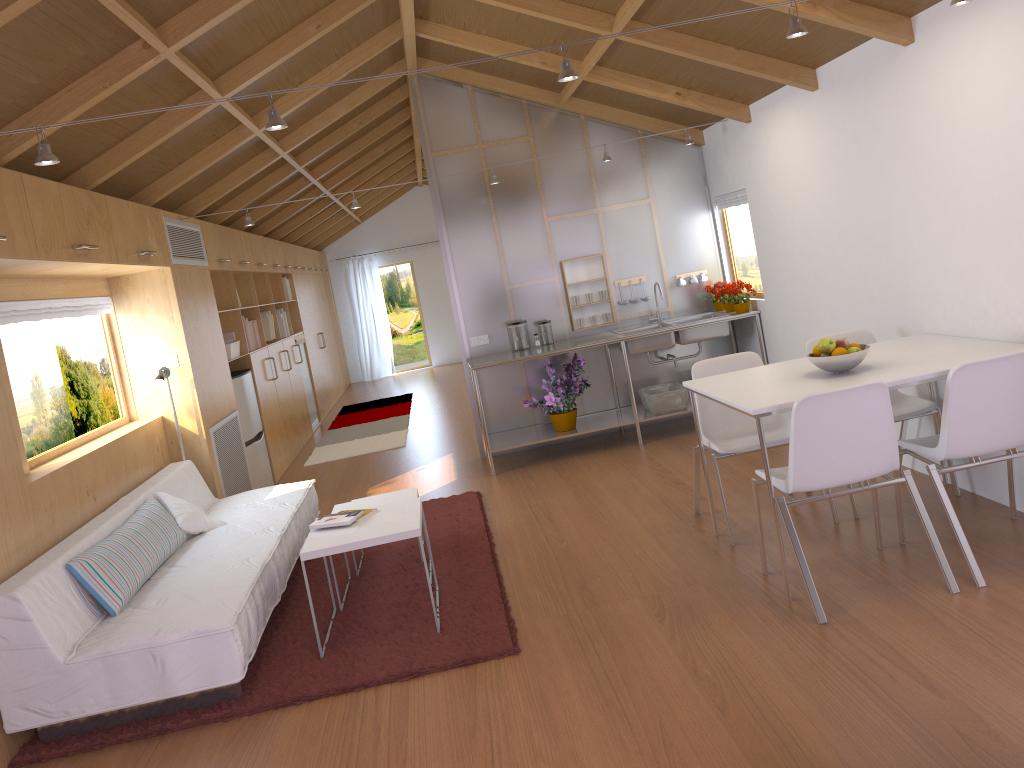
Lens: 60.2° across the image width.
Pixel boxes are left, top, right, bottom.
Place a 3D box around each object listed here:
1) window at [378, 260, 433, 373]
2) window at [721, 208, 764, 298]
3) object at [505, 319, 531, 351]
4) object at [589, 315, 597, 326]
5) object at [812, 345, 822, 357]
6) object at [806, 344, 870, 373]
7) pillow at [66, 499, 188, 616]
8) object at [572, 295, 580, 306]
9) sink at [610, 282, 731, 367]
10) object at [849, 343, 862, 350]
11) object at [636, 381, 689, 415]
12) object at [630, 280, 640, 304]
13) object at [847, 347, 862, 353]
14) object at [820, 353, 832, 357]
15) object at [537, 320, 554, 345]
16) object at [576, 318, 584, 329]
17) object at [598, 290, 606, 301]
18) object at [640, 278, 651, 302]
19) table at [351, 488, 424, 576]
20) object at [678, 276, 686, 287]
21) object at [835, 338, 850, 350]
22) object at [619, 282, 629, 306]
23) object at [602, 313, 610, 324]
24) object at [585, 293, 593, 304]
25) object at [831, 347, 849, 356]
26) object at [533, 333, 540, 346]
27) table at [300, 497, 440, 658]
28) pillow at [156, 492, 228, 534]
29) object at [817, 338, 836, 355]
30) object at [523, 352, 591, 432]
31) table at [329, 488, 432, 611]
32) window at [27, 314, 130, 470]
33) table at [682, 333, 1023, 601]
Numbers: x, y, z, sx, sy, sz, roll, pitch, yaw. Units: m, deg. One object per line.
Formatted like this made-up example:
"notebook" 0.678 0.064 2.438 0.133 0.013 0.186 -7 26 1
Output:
"window" -1.905 -1.083 14.555 0.875 1.778 0.026 -11 3 -5
"window" 1.728 -1.030 6.536 0.026 0.791 0.728 -11 5 -4
"object" 0.050 -0.366 6.679 0.171 0.214 0.173 -10 5 9
"object" 0.627 -0.484 6.803 0.062 0.076 0.061 -14 6 -30
"object" 1.300 -0.135 3.720 0.068 0.067 0.067 -14 6 -29
"object" 1.353 -0.094 3.655 0.253 0.090 0.258 -5 9 37
"pillow" -1.693 0.748 3.984 0.171 0.250 1.047 -11 7 -4
"object" 0.493 -0.637 6.784 0.061 0.076 0.062 -10 5 8
"sink" 1.167 -0.449 6.606 0.811 0.637 0.566 -11 5 -5
"object" 1.420 -0.137 3.674 0.067 0.066 0.068 -6 7 39
"object" 1.120 0.107 6.528 0.299 0.158 0.416 -11 7 -4
"object" 0.939 -0.710 6.822 0.074 0.182 0.075 -9 4 27
"object" 1.396 -0.117 3.610 0.070 0.069 0.077 -11 6 -4
"object" 1.315 -0.102 3.656 0.077 0.089 0.081 -6 7 45
"object" 0.257 -0.388 6.718 0.113 0.176 0.114 -9 5 16
"object" 0.526 -0.464 6.794 0.061 0.076 0.062 -10 5 8
"object" 0.696 -0.678 6.802 0.062 0.076 0.061 -14 6 -30
"object" 1.023 -0.727 6.830 0.074 0.182 0.075 -9 4 27
"table" -0.664 0.774 4.673 0.342 0.307 0.371 -11 6 -4
"object" 1.322 -0.798 6.877 0.059 0.080 0.063 -11 5 -4
"object" 1.361 -0.158 3.651 0.063 0.066 0.062 -7 6 33
"object" 0.855 -0.693 6.815 0.074 0.182 0.075 -9 4 27
"object" 0.729 -0.505 6.812 0.062 0.076 0.061 -14 6 -30
"object" 0.595 -0.658 6.793 0.062 0.076 0.061 -14 6 -30
"object" 1.332 -0.116 3.587 0.068 0.067 0.067 -14 6 -29
"object" 0.187 -0.331 6.616 0.037 0.092 0.037 -10 4 10
"table" -0.594 0.812 3.812 0.486 0.436 0.527 -11 6 -4
"pillow" -1.676 0.658 4.611 0.270 0.250 0.344 -15 8 -40
"object" 1.289 -0.155 3.621 0.070 0.069 0.077 -11 6 -4
"object" 0.353 0.064 6.408 0.526 0.550 0.352 -12 5 -13
"table" -0.633 0.785 4.273 0.425 0.381 0.461 -11 6 -4
"window" -2.388 -0.060 4.720 0.035 0.786 1.504 -11 7 -4
"table" 1.498 0.287 3.767 1.210 0.739 0.903 -11 6 -5
